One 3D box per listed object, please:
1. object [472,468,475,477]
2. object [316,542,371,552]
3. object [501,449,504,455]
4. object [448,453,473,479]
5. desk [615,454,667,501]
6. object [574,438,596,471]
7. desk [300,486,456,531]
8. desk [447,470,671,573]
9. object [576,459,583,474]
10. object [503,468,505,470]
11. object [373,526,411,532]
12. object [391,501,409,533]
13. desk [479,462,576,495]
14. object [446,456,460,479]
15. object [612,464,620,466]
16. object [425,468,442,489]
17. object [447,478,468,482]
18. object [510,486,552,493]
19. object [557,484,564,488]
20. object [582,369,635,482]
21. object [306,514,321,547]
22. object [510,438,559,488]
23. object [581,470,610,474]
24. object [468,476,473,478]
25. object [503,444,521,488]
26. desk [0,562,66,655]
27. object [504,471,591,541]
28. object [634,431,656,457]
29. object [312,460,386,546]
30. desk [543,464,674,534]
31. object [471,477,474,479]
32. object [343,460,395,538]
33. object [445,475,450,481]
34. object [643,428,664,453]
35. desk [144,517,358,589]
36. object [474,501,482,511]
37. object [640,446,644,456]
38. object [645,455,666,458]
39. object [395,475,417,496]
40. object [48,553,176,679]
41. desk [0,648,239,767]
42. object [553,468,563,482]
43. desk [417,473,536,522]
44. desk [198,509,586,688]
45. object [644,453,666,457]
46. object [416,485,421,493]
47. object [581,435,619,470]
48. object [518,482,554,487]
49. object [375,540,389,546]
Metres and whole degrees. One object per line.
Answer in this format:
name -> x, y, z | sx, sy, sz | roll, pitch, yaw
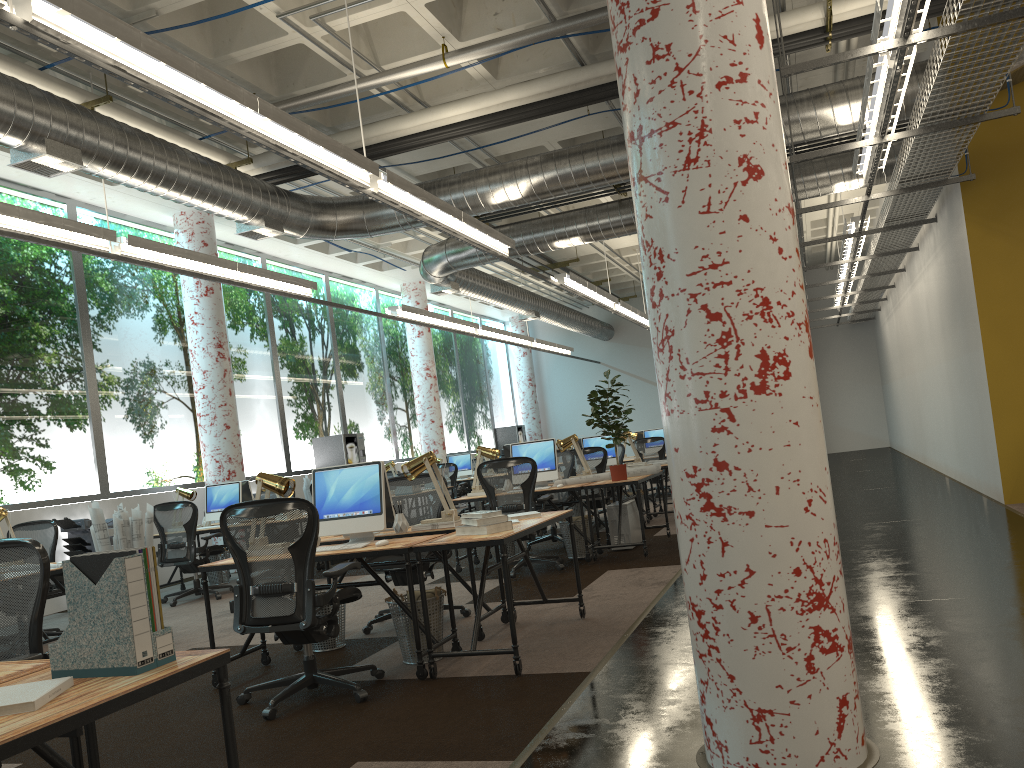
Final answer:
object -> -0.733, 1.720, 17.312 | 0.101, 0.209, 0.102 | -6, -2, -26
object -> -1.039, 0.955, 5.147 | 0.440, 0.017, 0.118 | -9, -4, 19
object -> 0.012, 1.725, 20.552 | 0.485, 0.485, 0.189 | -8, -2, 19
object -> -0.975, 1.581, 16.897 | 0.485, 0.485, 0.189 | -8, -2, 19
desk -> 2.880, 1.618, 15.856 | 1.945, 0.723, 1.401 | -9, -4, 19
object -> 1.125, 0.987, 12.513 | 0.485, 0.485, 0.189 | -8, -2, 19
desk -> -1.984, 2.056, 13.329 | 1.945, 0.723, 1.401 | -9, -4, 19
desk -> 0.527, 1.402, 9.145 | 1.945, 0.723, 1.401 | -9, -4, 19
object -> 0.918, 1.122, 12.093 | 0.101, 0.209, 0.102 | -6, -2, -26
object -> -0.195, 1.859, 20.132 | 0.101, 0.209, 0.102 | -6, -2, -26
object -> -0.919, 1.013, 6.136 | 0.440, 0.017, 0.118 | -9, -4, 19
object -> -0.731, 0.866, 5.769 | 0.101, 0.209, 0.102 | -6, -2, -26
desk -> 0.376, 2.258, 20.166 | 1.945, 0.723, 1.401 | -9, -4, 19
object -> -1.048, 1.634, 17.482 | 0.485, 0.485, 0.189 | -8, -2, 19
object -> 1.439, 1.074, 12.343 | 0.101, 0.209, 0.102 | -6, -2, -26
object -> -1.195, 1.456, 13.580 | 0.281, 0.302, 0.150 | -8, -2, 19
object -> -1.042, 1.809, 16.691 | 0.440, 0.017, 0.118 | -9, -4, 19
object -> 0.168, 1.044, 8.740 | 0.440, 0.017, 0.118 | -9, -4, 19
object -> 0.473, 0.990, 8.626 | 0.059, 0.029, 0.106 | -9, -4, 20
object -> 0.935, 0.392, 8.457 | 0.514, 1.076, 0.439 | -8, -2, 10
object -> -1.252, 0.914, 5.518 | 0.101, 0.209, 0.102 | -6, -2, -26
object -> 0.235, 0.816, 8.946 | 0.485, 0.485, 0.189 | -8, -2, 19
object -> 1.130, 1.163, 11.722 | 0.440, 0.017, 0.118 | -9, -4, 19
object -> -0.922, 1.867, 17.679 | 0.440, 0.017, 0.118 | -9, -4, 19
object -> 0.163, 0.868, 9.531 | 0.485, 0.485, 0.189 | -8, -2, 19
desk -> -4.238, 1.862, 6.800 | 1.945, 0.723, 1.401 | -9, -4, 19
object -> 0.359, 1.309, 9.012 | 0.850, 0.932, 0.104 | -8, -1, 14
object -> 2.515, 1.085, 16.242 | 0.485, 0.485, 0.189 | -8, -2, 19
object -> -0.972, 0.727, 5.354 | 0.485, 0.485, 0.189 | -8, -2, 19
desk -> 1.489, 1.521, 12.127 | 1.945, 0.723, 1.401 | -9, -4, 19
object -> -0.738, 1.755, 16.577 | 0.059, 0.029, 0.106 | -9, -4, 20
object -> -1.045, 0.780, 5.939 | 0.485, 0.485, 0.189 | -8, -2, 19
object -> -1.255, 1.768, 17.062 | 0.101, 0.209, 0.102 | -6, -2, -26
object -> 2.588, 1.032, 15.657 | 0.485, 0.485, 0.189 | -8, -2, 19
desk -> -3.003, 1.968, 10.377 | 1.945, 0.723, 1.401 | -9, -4, 19
object -> -1.280, 2.272, 15.470 | 0.367, 0.436, 3.406 | -9, -4, 28
object -> 2.309, 1.219, 15.822 | 0.101, 0.209, 0.102 | -6, -2, -26
object -> 2.521, 1.260, 15.451 | 0.440, 0.017, 0.118 | -9, -4, 19
object -> -1.525, 1.428, 12.624 | 0.281, 0.302, 0.150 | -8, -2, 19
object -> -1.076, 0.611, 2.360 | 0.281, 0.302, 0.150 | -8, -2, 19
desk -> -1.865, 1.211, 2.110 | 1.945, 0.723, 1.401 | -9, -4, 19
object -> 0.477, 0.955, 9.361 | 0.101, 0.209, 0.102 | -6, -2, -26
desk -> -0.683, 2.167, 17.096 | 1.945, 0.723, 1.401 | -9, -4, 19
desk -> -0.681, 1.313, 5.553 | 1.945, 0.723, 1.401 | -9, -4, 19
object -> 2.642, 1.318, 16.439 | 0.440, 0.017, 0.118 | -9, -4, 19
object -> -1.476, 1.432, 12.764 | 0.281, 0.302, 0.150 | -8, -2, 19
object -> 1.197, 0.935, 11.928 | 0.485, 0.485, 0.189 | -8, -2, 19
object -> 0.289, 1.102, 9.728 | 0.440, 0.017, 0.118 | -9, -4, 19
object -> -0.735, 0.901, 5.034 | 0.059, 0.029, 0.106 | -9, -4, 20
